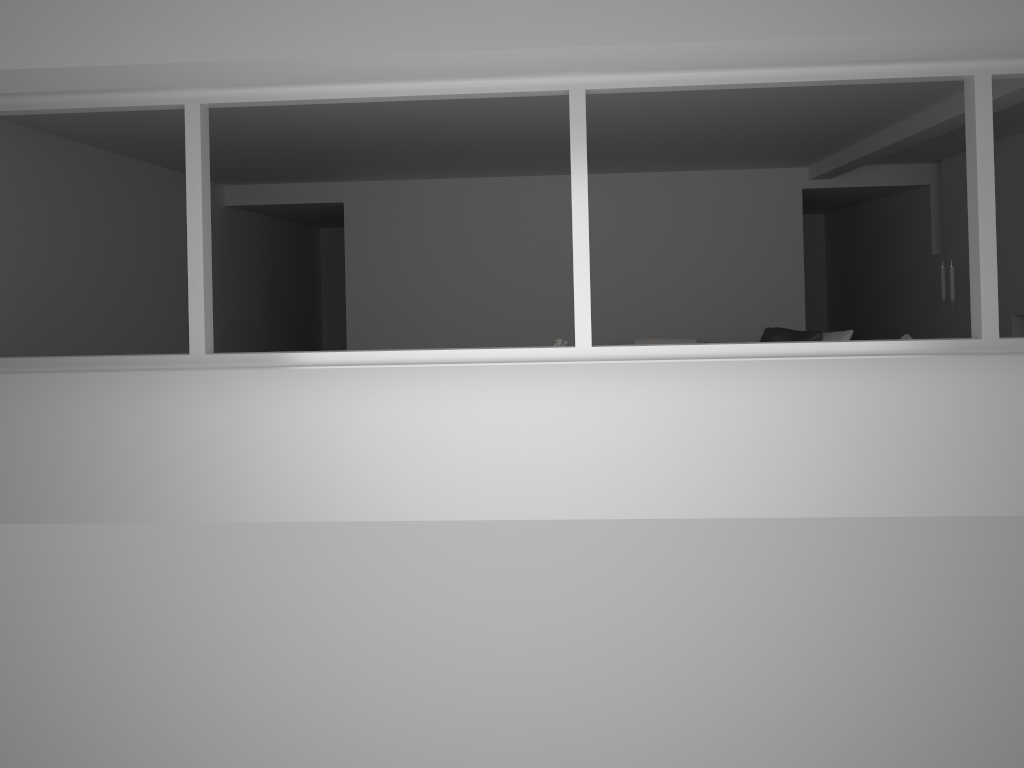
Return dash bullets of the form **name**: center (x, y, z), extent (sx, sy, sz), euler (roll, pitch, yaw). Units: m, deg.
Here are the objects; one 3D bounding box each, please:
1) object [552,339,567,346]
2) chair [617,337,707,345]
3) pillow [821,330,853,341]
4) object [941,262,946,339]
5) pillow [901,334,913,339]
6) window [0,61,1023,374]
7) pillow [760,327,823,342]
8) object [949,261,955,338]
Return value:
- **object**: center (0.360, 0.044, 7.118), extent (0.447, 0.797, 0.378), euler (-2, 1, -14)
- **chair**: center (1.383, -0.093, 8.359), extent (0.767, 0.660, 0.923), euler (0, 4, 28)
- **pillow**: center (2.655, -0.220, 7.513), extent (0.323, 0.498, 0.587), euler (-2, 3, -7)
- **object**: center (4.444, -0.562, 9.045), extent (0.180, 1.395, 0.180), euler (-1, 0, 3)
- **pillow**: center (2.642, -0.072, 6.005), extent (0.299, 0.506, 0.590), euler (-1, 3, 7)
- **window**: center (0.341, -0.824, 4.400), extent (8.047, 1.434, 0.110), euler (-1, -1, 3)
- **pillow**: center (2.390, -0.263, 7.676), extent (0.278, 0.449, 0.566), euler (-3, 3, -42)
- **object**: center (4.315, -0.510, 8.604), extent (0.180, 1.395, 0.180), euler (-1, 0, 3)
